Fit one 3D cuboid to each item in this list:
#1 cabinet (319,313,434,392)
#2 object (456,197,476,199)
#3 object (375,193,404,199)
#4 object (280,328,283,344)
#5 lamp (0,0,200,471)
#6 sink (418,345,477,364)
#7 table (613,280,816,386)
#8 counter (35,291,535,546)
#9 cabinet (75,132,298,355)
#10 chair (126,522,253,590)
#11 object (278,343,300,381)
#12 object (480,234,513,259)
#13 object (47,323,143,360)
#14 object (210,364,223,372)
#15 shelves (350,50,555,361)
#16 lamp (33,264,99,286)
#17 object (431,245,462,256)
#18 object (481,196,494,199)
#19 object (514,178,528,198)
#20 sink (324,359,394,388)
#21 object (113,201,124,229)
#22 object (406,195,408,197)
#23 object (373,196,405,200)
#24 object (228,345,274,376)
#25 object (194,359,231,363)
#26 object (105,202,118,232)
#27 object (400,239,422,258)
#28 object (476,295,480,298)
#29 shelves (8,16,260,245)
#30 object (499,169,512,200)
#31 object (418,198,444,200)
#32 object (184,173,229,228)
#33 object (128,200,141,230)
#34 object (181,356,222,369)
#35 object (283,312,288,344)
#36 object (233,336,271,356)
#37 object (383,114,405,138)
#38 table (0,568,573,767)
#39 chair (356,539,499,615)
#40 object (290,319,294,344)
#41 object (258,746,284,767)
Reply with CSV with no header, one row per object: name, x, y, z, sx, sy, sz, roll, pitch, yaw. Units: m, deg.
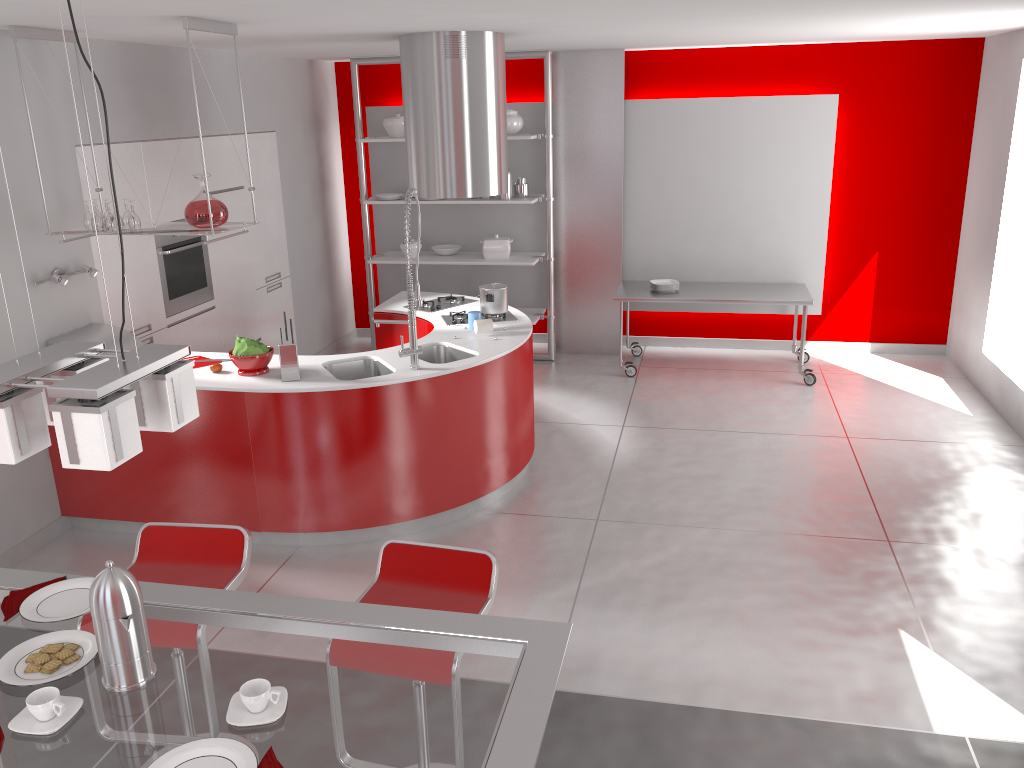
cabinet,-1.301,0.134,5.391,1.875,0.761,1.025,-12,20,-30
object,-0.402,-1.685,7.549,0.184,0.205,0.172,4,18,17
object,-1.058,-1.616,7.662,0.244,0.042,0.244,-2,17,-3
object,-1.168,-0.183,4.514,0.009,0.197,0.091,-7,18,-15
lamp,-0.850,-0.382,1.612,0.304,1.025,0.304,2,18,12
sink,-0.402,-0.076,4.975,0.326,0.172,0.428,-15,22,-36
table,1.688,-0.450,7.429,1.627,0.682,0.749,3,18,13
counter,-1.045,0.187,5.306,2.865,0.880,1.868,-17,23,-41
cabinet,-2.417,-0.707,6.351,0.614,2.026,2.398,2,18,12
chair,-1.096,0.942,2.954,0.418,0.857,0.460,1,18,8
object,-1.137,-0.121,4.522,0.091,0.178,0.137,-6,18,-14
object,-0.132,-1.198,7.696,0.282,0.197,0.235,-1,17,3
object,-2.276,-0.202,4.880,0.300,0.170,0.400,2,18,12
object,-1.558,-0.086,4.673,0.064,0.048,0.063,-4,18,-9
shelves,-0.491,-1.481,7.695,1.735,2.599,0.535,2,18,12
lamp,-2.373,-0.581,4.763,0.155,0.081,0.454,2,18,12
object,-0.583,-1.186,7.900,0.272,0.072,0.272,-9,19,-22
object,-0.215,-1.722,7.448,0.109,0.329,0.110,2,18,10
object,0.077,-1.672,7.547,0.127,0.157,0.127,6,19,22
sink,-0.811,0.013,4.726,0.326,0.172,0.428,-10,19,-25
object,-2.025,-0.864,4.534,0.060,0.141,0.060,2,18,12
object,-0.805,-1.661,7.829,0.280,0.015,0.280,-16,22,-38
object,-1.058,-1.603,7.666,0.280,0.015,0.280,-16,22,-38
object,-1.359,-0.118,4.643,0.229,0.118,0.228,-6,18,-15
object,-1.681,-0.130,4.872,0.375,0.008,0.041,-5,18,-10
object,-2.018,-0.839,4.452,0.060,0.141,0.060,-5,18,-10
object,-0.889,-1.221,7.800,0.192,0.214,0.192,-2,17,-1
object,-0.206,-0.691,7.845,0.240,0.161,0.259,-3,18,-4
shelves,-1.845,-1.242,4.419,0.934,1.023,0.462,2,18,12
object,-0.055,-1.675,7.375,0.115,0.274,0.115,0,18,5
object,-0.688,-1.584,7.574,0.280,0.015,0.280,14,23,40
object,-1.550,-0.924,4.475,0.213,0.266,0.213,13,23,39
object,-1.928,-0.861,4.514,0.060,0.141,0.060,2,18,12
object,-1.737,-0.121,4.868,0.266,0.006,0.168,12,22,37
object,-1.145,-0.201,4.525,0.014,0.322,0.150,-7,18,-15
object,-1.350,-0.169,4.625,0.198,0.182,0.193,4,18,17
object,-0.981,-2.193,7.541,0.231,0.191,0.231,-14,21,-35
table,-0.757,1.134,2.076,1.700,1.000,0.800,2,18,12
chair,-0.280,0.977,2.774,0.418,0.857,0.460,4,18,17
object,-1.116,-0.186,4.528,0.012,0.279,0.130,-7,18,-15
object,-0.447,0.742,1.611,0.095,0.012,0.234,2,18,11
